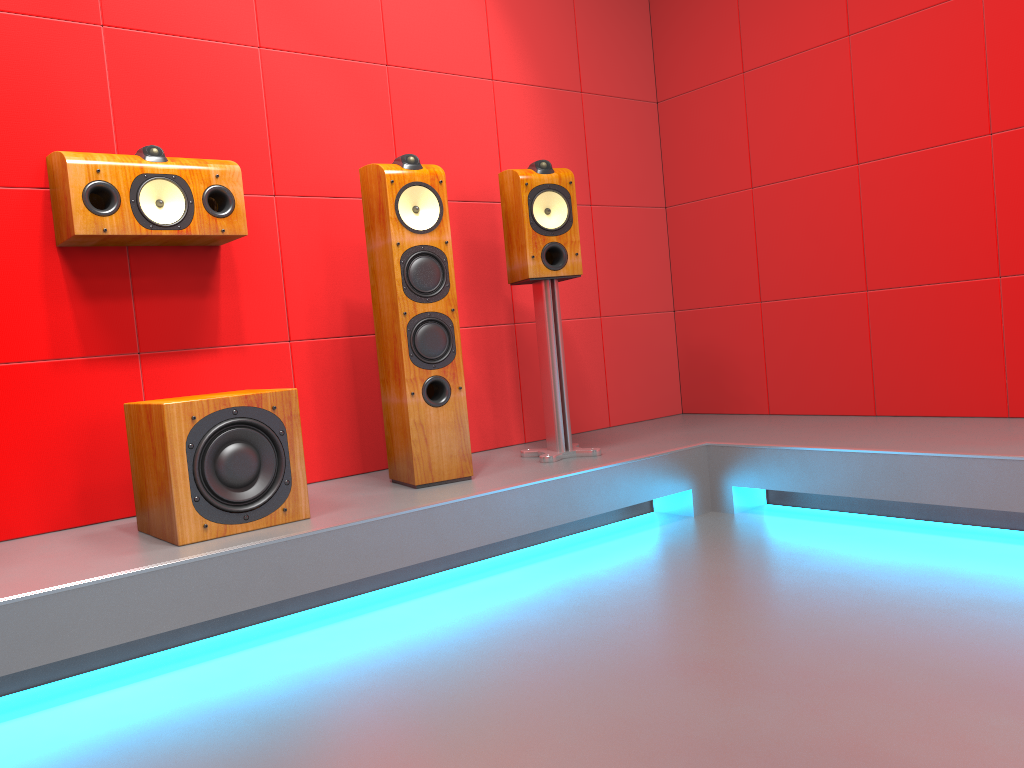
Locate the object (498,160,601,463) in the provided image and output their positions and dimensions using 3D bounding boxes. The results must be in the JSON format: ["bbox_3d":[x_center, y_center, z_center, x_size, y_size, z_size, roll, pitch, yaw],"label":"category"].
[{"bbox_3d":[0.129,-0.264,3.210,0.231,1.058,0.265,-6,3,-18],"label":"object"}]

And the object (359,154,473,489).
[{"bbox_3d":[-0.312,-0.205,2.886,0.203,1.052,0.238,-7,3,-28],"label":"object"}]

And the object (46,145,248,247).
[{"bbox_3d":[-1.086,-0.565,2.659,0.493,0.271,0.235,-8,4,-38],"label":"object"}]

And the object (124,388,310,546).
[{"bbox_3d":[-0.813,0.211,2.445,0.360,0.360,0.360,-8,4,-38],"label":"object"}]
